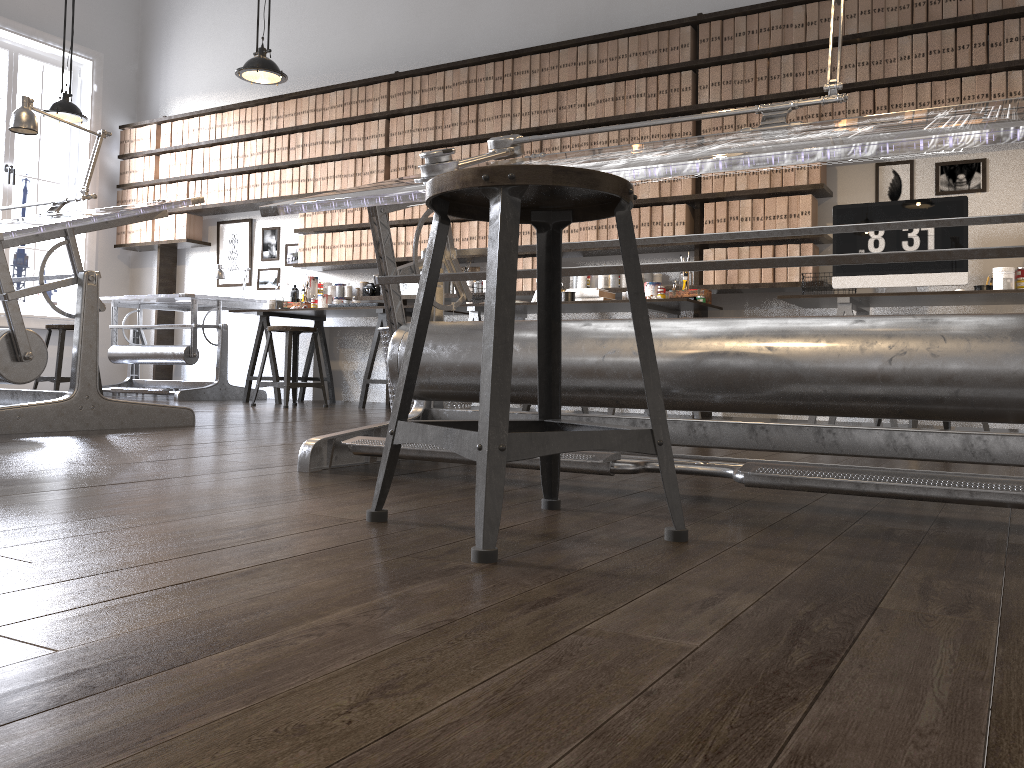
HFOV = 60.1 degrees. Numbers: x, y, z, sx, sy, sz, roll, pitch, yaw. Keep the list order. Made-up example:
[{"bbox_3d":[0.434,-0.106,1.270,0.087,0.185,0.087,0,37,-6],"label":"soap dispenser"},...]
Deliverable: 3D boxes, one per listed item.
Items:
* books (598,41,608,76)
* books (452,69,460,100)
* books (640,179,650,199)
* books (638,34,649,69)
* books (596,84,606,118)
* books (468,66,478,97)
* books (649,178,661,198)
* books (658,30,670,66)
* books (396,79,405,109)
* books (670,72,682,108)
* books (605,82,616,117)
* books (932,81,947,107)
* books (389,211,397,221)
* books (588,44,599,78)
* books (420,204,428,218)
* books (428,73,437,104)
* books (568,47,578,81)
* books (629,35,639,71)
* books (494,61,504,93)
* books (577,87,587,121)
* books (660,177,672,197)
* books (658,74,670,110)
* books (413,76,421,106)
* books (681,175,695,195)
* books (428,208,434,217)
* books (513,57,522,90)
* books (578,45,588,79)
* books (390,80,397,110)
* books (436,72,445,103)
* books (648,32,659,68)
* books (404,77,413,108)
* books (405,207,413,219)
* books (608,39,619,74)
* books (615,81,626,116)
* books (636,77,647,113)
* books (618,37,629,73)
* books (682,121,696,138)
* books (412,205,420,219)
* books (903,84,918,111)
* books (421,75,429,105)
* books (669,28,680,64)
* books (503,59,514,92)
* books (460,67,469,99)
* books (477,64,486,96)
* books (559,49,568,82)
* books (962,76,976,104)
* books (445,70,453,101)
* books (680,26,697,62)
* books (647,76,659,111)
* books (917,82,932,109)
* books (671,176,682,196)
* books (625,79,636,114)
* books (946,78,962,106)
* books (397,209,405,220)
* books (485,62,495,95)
[{"bbox_3d":[0.627,-2.086,5.765,0.067,0.226,0.174,0,-2,30],"label":"books"},{"bbox_3d":[-0.350,-2.112,6.326,0.067,0.226,0.174,0,-2,30],"label":"books"},{"bbox_3d":[0.867,-1.249,5.577,0.067,0.226,0.174,0,-2,30],"label":"books"},{"bbox_3d":[0.864,-2.080,5.626,0.067,0.226,0.174,0,-2,30],"label":"books"},{"bbox_3d":[0.611,-1.809,5.756,0.067,0.226,0.174,0,-2,30],"label":"books"},{"bbox_3d":[-0.233,-2.109,6.260,0.067,0.226,0.174,0,-2,30],"label":"books"},{"bbox_3d":[0.924,-1.248,5.542,0.067,0.226,0.174,0,-2,30],"label":"books"},{"bbox_3d":[0.981,-2.077,5.560,0.067,0.226,0.174,0,-2,30],"label":"books"},{"bbox_3d":[-0.777,-2.123,6.567,0.067,0.226,0.174,0,-2,30],"label":"books"},{"bbox_3d":[1.042,-1.798,5.510,0.067,0.226,0.174,0,-2,30],"label":"books"},{"bbox_3d":[0.667,-1.807,5.719,0.067,0.226,0.174,0,-2,30],"label":"books"},{"bbox_3d":[2.304,-1.495,4.767,0.067,0.226,0.174,0,-2,30],"label":"books"},{"bbox_3d":[-0.829,-1.294,6.555,0.067,0.226,0.174,0,-2,30],"label":"books"},{"bbox_3d":[0.564,-2.088,5.797,0.067,0.226,0.174,0,-2,30],"label":"books"},{"bbox_3d":[-0.590,-1.287,6.421,0.067,0.226,0.174,0,-2,30],"label":"books"},{"bbox_3d":[-0.528,-2.117,6.429,0.067,0.226,0.174,0,-2,30],"label":"books"},{"bbox_3d":[0.437,-2.091,5.866,0.067,0.226,0.174,0,-2,30],"label":"books"},{"bbox_3d":[0.809,-2.081,5.656,0.067,0.226,0.174,0,-2,30],"label":"books"},{"bbox_3d":[-0.048,-2.104,6.154,0.067,0.226,0.174,0,-2,30],"label":"books"},{"bbox_3d":[0.492,-1.812,5.821,0.067,0.226,0.174,0,-2,30],"label":"books"},{"bbox_3d":[0.986,-1.246,5.510,0.067,0.226,0.174,0,-2,30],"label":"books"},{"bbox_3d":[0.975,-1.799,5.542,0.067,0.226,0.174,0,-2,30],"label":"books"},{"bbox_3d":[-0.650,-2.120,6.497,0.067,0.226,0.174,0,-2,30],"label":"books"},{"bbox_3d":[1.101,-1.243,5.438,0.067,0.226,0.174,0,-2,30],"label":"books"},{"bbox_3d":[-0.529,-1.286,6.379,0.067,0.226,0.174,0,-2,30],"label":"books"},{"bbox_3d":[0.081,-2.101,6.080,0.067,0.226,0.174,0,-2,30],"label":"books"},{"bbox_3d":[0.500,-2.089,5.830,0.067,0.226,0.174,0,-2,30],"label":"books"},{"bbox_3d":[-0.829,-2.125,6.602,0.067,0.226,0.174,0,-2,30],"label":"books"},{"bbox_3d":[-0.469,-2.115,6.391,0.067,0.226,0.174,0,-2,30],"label":"books"},{"bbox_3d":[0.920,-2.078,5.588,0.067,0.226,0.174,0,-2,30],"label":"books"},{"bbox_3d":[-0.714,-2.121,6.531,0.067,0.226,0.174,0,-2,30],"label":"books"},{"bbox_3d":[-0.705,-1.290,6.480,0.067,0.226,0.174,0,-2,30],"label":"books"},{"bbox_3d":[0.686,-2.085,5.729,0.067,0.226,0.174,0,-2,30],"label":"books"},{"bbox_3d":[0.728,-1.806,5.690,0.067,0.226,0.174,0,-2,30],"label":"books"},{"bbox_3d":[0.849,-1.803,5.616,0.067,0.226,0.174,0,-2,30],"label":"books"},{"bbox_3d":[0.745,-2.083,5.690,0.067,0.226,0.174,0,-2,30],"label":"books"},{"bbox_3d":[1.107,-1.520,5.456,0.067,0.226,0.174,0,-2,30],"label":"books"},{"bbox_3d":[-0.648,-1.289,6.452,0.067,0.226,0.174,0,-2,30],"label":"books"},{"bbox_3d":[2.177,-1.498,4.832,0.067,0.226,0.174,0,-2,30],"label":"books"},{"bbox_3d":[-0.587,-2.118,6.466,0.067,0.226,0.174,0,-2,30],"label":"books"},{"bbox_3d":[1.043,-2.075,5.524,0.067,0.226,0.174,0,-2,30],"label":"books"},{"bbox_3d":[0.014,-2.102,6.112,0.067,0.226,0.174,0,-2,30],"label":"books"},{"bbox_3d":[-0.294,-2.110,6.289,0.067,0.226,0.174,0,-2,30],"label":"books"},{"bbox_3d":[-0.172,-2.107,6.225,0.067,0.226,0.174,0,-2,30],"label":"books"},{"bbox_3d":[0.385,-2.093,5.901,0.067,0.226,0.174,0,-2,30],"label":"books"},{"bbox_3d":[2.428,-1.492,4.693,0.067,0.226,0.174,0,-2,30],"label":"books"},{"bbox_3d":[-0.405,-2.113,6.356,0.067,0.226,0.174,0,-2,30],"label":"books"},{"bbox_3d":[1.102,-2.074,5.485,0.067,0.226,0.174,0,-2,30],"label":"books"},{"bbox_3d":[0.913,-1.801,5.584,0.067,0.226,0.174,0,-2,30],"label":"books"},{"bbox_3d":[2.242,-1.497,4.799,0.067,0.226,0.174,0,-2,30],"label":"books"},{"bbox_3d":[1.048,-1.244,5.477,0.067,0.226,0.174,0,-2,30],"label":"books"},{"bbox_3d":[0.790,-1.804,5.655,0.067,0.226,0.174,0,-2,30],"label":"books"},{"bbox_3d":[2.364,-1.494,4.731,0.067,0.226,0.174,0,-2,30],"label":"books"},{"bbox_3d":[-0.768,-1.292,6.516,0.067,0.226,0.174,0,-2,30],"label":"books"},{"bbox_3d":[-0.112,-2.106,6.186,0.067,0.226,0.174,0,-2,30],"label":"books"}]
